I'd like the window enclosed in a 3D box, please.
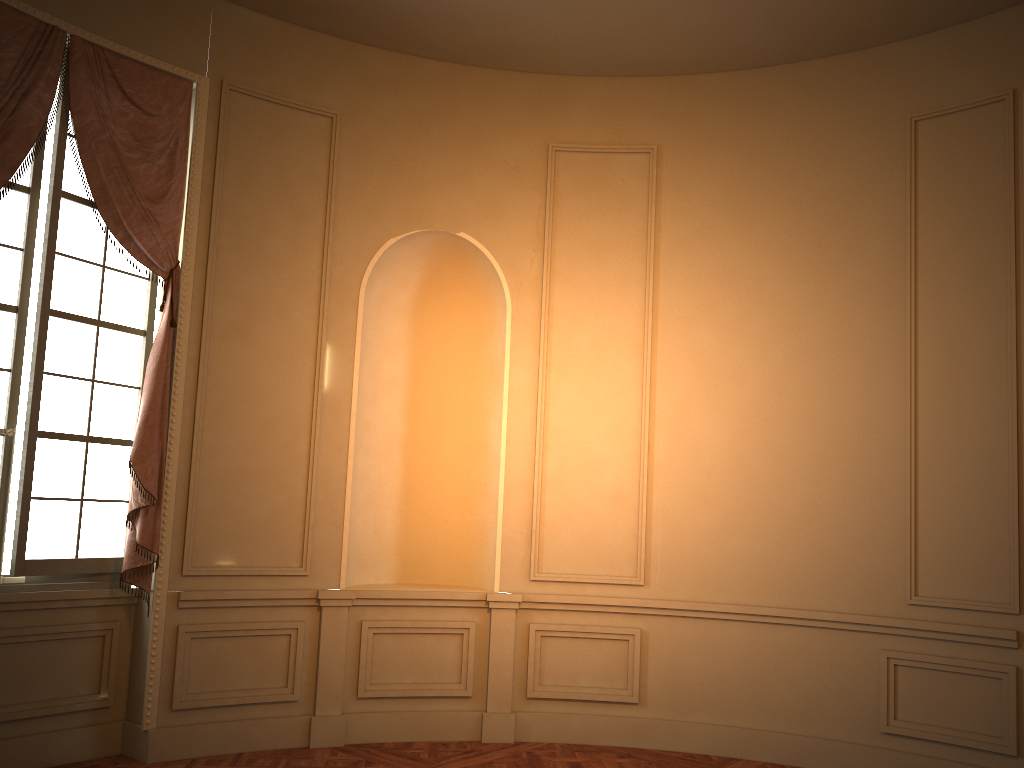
[{"bbox_3d":[-2.426,-0.378,4.483,0.149,2.827,1.343,-2,-8,40],"label":"window"}]

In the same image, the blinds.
[{"bbox_3d":[-2.250,-0.324,4.343,0.279,2.967,1.367,-2,-8,39],"label":"blinds"}]
